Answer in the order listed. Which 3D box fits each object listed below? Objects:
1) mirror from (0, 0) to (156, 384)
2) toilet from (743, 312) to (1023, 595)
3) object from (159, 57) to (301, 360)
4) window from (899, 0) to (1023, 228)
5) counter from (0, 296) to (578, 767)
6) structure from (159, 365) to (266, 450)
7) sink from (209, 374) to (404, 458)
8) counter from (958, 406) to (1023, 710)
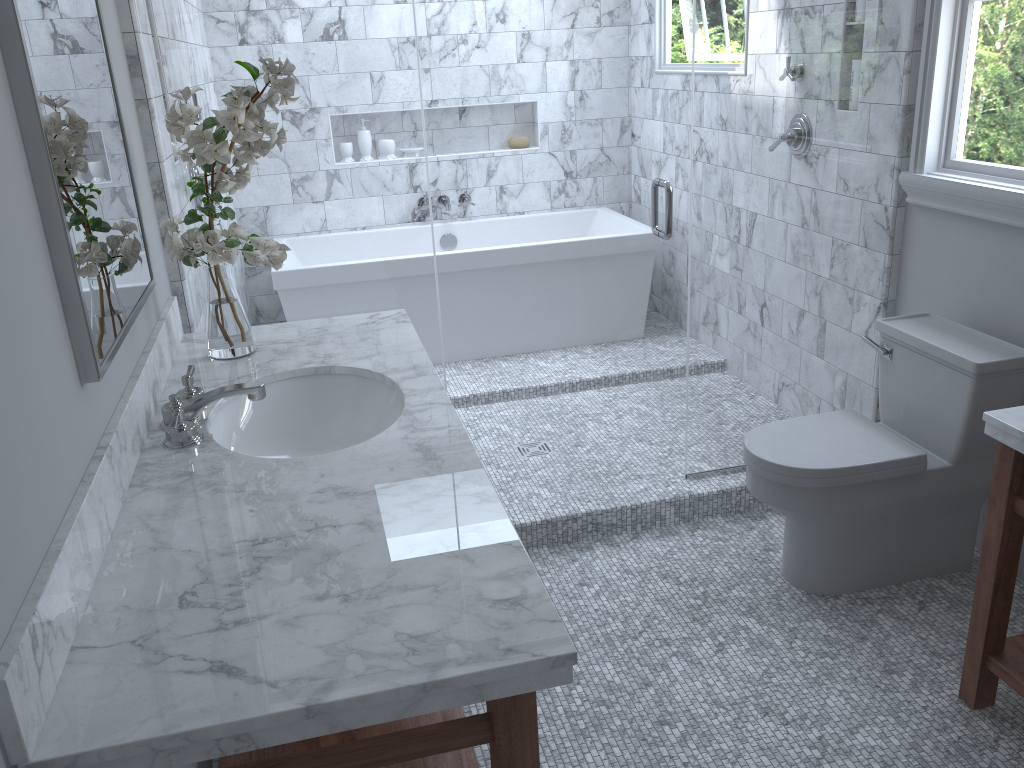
[{"bbox_3d":[-0.791,-0.573,1.584,0.030,0.977,0.694,-8,21,-12],"label":"mirror"},{"bbox_3d":[1.029,0.227,2.658,0.722,0.727,0.490,-8,21,-12],"label":"toilet"},{"bbox_3d":[-0.645,-0.404,2.127,0.374,0.706,0.225,3,22,17],"label":"object"},{"bbox_3d":[1.426,-1.026,2.252,0.149,1.248,1.040,-8,21,-12],"label":"window"},{"bbox_3d":[-0.406,0.452,1.908,0.638,0.983,1.657,-8,21,-12],"label":"counter"},{"bbox_3d":[-0.678,0.047,1.840,0.295,0.069,0.256,11,25,34],"label":"structure"},{"bbox_3d":[-0.440,0.197,1.940,0.494,0.270,0.517,11,25,34],"label":"sink"},{"bbox_3d":[1.422,0.542,1.783,0.539,0.810,0.828,-8,21,-12],"label":"counter"}]
